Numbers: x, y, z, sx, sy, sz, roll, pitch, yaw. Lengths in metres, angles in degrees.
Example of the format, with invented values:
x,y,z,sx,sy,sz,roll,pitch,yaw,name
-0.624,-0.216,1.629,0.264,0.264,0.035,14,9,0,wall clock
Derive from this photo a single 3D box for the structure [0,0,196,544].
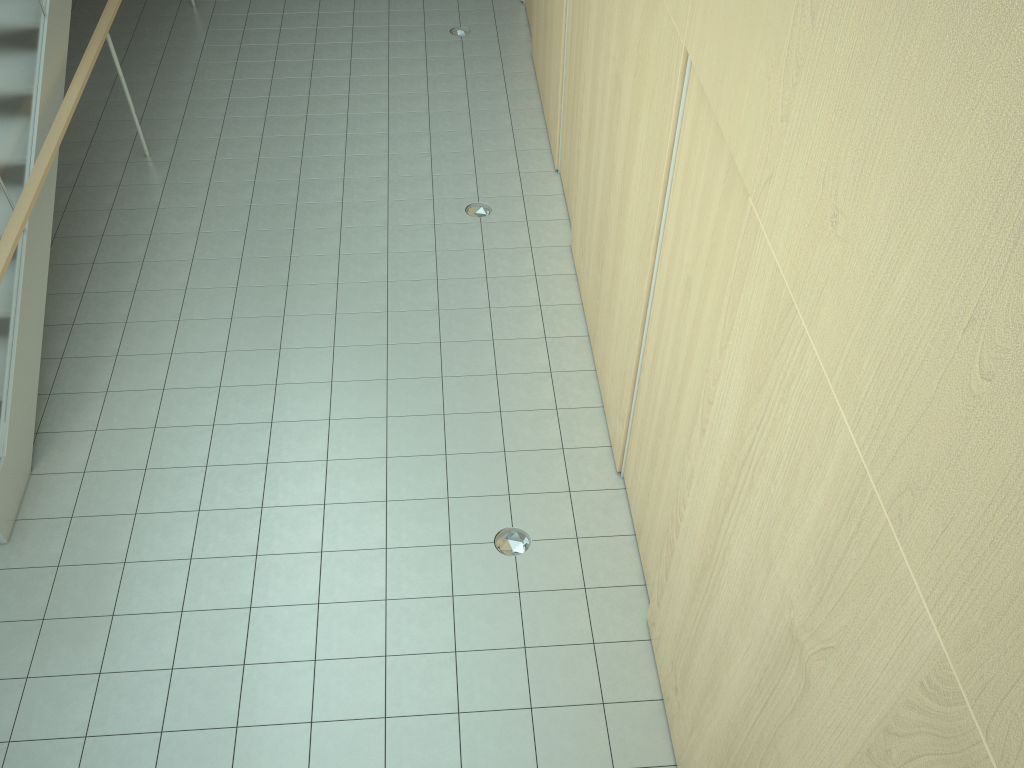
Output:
x,y,z,sx,sy,sz,roll,pitch,yaw,name
-3.809,-4.681,6.078,1.884,4.934,10.849,-3,49,-4,structure
